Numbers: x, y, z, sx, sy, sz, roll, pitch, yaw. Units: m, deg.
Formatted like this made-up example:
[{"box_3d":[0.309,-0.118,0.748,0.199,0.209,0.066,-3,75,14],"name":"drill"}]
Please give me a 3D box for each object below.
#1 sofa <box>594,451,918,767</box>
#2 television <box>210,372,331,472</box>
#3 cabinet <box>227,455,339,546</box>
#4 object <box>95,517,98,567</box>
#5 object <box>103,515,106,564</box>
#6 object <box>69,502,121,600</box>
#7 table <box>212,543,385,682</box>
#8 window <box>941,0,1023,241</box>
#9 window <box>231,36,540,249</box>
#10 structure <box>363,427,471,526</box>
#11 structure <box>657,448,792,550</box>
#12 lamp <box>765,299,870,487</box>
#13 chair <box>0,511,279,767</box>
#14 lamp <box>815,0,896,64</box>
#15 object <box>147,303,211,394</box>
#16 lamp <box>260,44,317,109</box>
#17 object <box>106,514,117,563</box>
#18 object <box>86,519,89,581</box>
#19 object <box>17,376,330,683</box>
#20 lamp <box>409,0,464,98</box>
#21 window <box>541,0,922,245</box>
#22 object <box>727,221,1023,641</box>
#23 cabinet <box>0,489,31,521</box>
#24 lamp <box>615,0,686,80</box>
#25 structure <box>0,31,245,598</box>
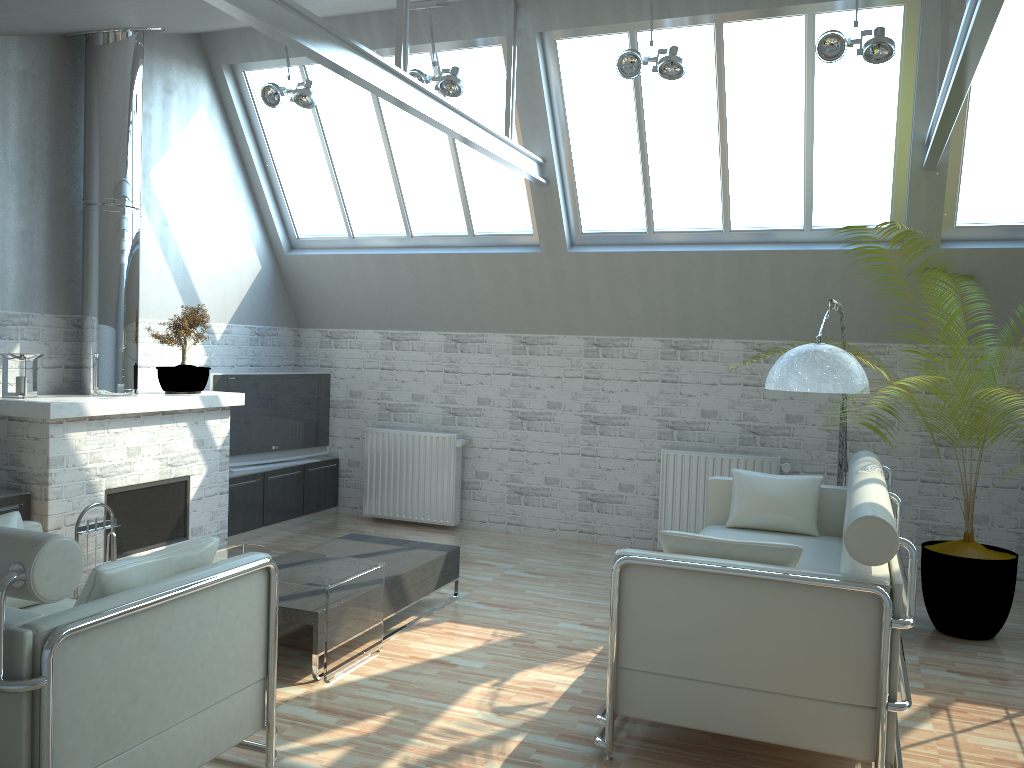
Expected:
[{"box_3d":[2.511,1.794,8.494,2.199,1.999,4.866,3,2,21],"name":"sofa"},{"box_3d":[-3.970,0.571,14.515,0.592,1.514,2.577,3,3,31],"name":"television"},{"box_3d":[-4.105,1.834,14.504,0.908,1.016,3.234,3,2,21],"name":"cabinet"},{"box_3d":[-4.682,1.983,10.098,0.145,0.932,0.065,2,2,3],"name":"object"},{"box_3d":[-4.698,1.940,10.207,0.025,0.855,0.025,4,3,43],"name":"object"},{"box_3d":[-4.793,1.922,10.194,0.412,1.124,0.584,3,2,21],"name":"object"},{"box_3d":[-2.261,2.174,8.671,1.726,0.867,1.015,3,2,21],"name":"table"},{"box_3d":[7.576,-3.162,10.101,4.651,2.787,1.897,3,2,21],"name":"window"},{"box_3d":[-1.887,-3.617,13.771,4.651,2.787,1.897,3,2,21],"name":"window"},{"box_3d":[-1.625,1.559,15.072,1.892,1.524,0.508,3,2,21],"name":"structure"},{"box_3d":[3.159,1.789,13.217,1.892,1.524,0.508,3,2,21],"name":"structure"},{"box_3d":[3.905,0.891,10.684,1.015,3.709,4.621,3,2,27],"name":"lamp"},{"box_3d":[-3.156,1.711,5.766,2.507,2.001,2.201,3,2,21],"name":"chair"},{"box_3d":[3.674,-4.064,9.464,0.808,1.172,0.619,3,2,25],"name":"lamp"},{"box_3d":[-4.563,-0.503,12.132,0.572,1.265,1.115,3,2,25],"name":"object"},{"box_3d":[-3.093,-4.390,12.088,0.808,1.172,0.619,3,2,25],"name":"lamp"},{"box_3d":[-4.657,1.946,10.314,0.155,0.873,0.026,3,2,22],"name":"object"},{"box_3d":[-4.730,1.979,9.963,0.146,0.916,0.131,3,2,21],"name":"object"},{"box_3d":[-3.809,1.288,8.913,4.859,2.558,1.528,3,2,20],"name":"object"},{"box_3d":[-1.034,-4.291,11.289,0.808,1.172,0.619,3,2,25],"name":"lamp"},{"box_3d":[2.845,-3.390,11.936,4.651,2.787,1.897,3,2,21],"name":"window"},{"box_3d":[4.425,0.613,9.775,3.777,4.386,5.015,2,2,-4],"name":"object"},{"box_3d":[-6.633,1.877,7.955,0.914,1.270,4.572,3,2,21],"name":"cabinet"},{"box_3d":[1.598,-4.164,10.269,0.808,1.172,0.618,3,2,25],"name":"lamp"},{"box_3d":[-4.998,-1.157,11.380,1.309,7.180,3.302,3,2,21],"name":"structure"}]
